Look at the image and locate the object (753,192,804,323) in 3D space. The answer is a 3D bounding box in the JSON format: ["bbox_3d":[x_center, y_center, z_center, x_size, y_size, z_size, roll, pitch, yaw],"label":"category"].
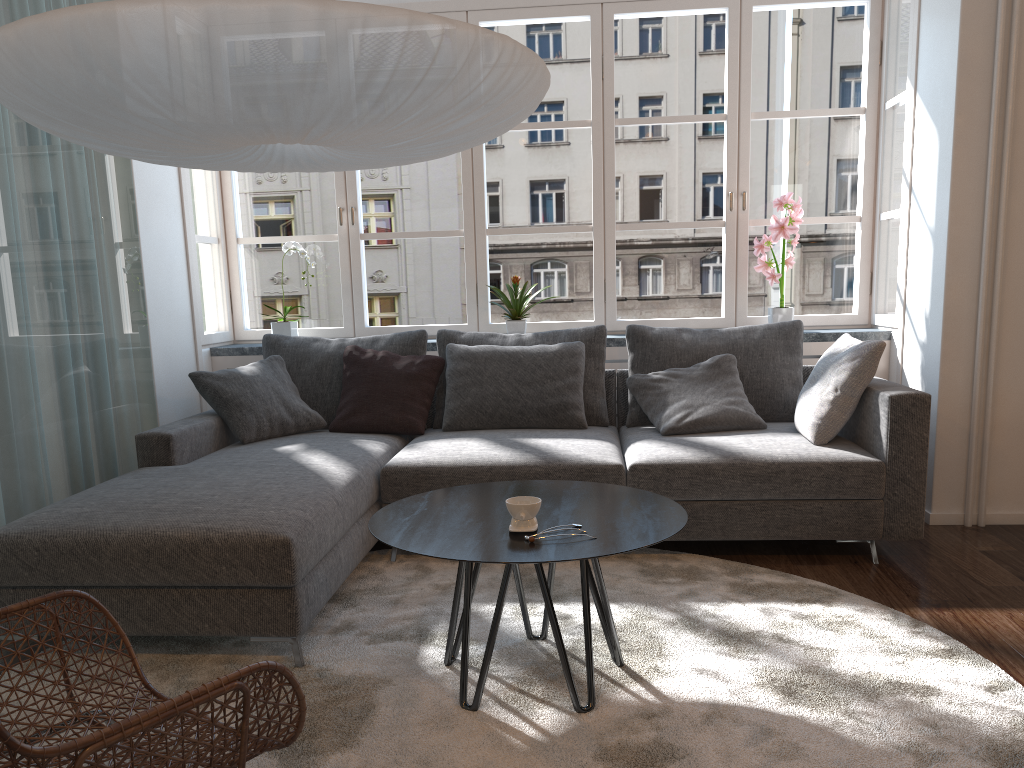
[{"bbox_3d":[1.350,-0.609,4.475,0.200,0.699,0.294,-5,10,-16],"label":"object"}]

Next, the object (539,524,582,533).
[{"bbox_3d":[0.121,0.360,2.216,0.124,0.010,0.025,-5,8,-28],"label":"object"}]

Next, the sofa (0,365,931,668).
[{"bbox_3d":[0.026,0.378,3.424,3.067,0.680,2.017,-1,7,5],"label":"sofa"}]

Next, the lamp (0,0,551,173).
[{"bbox_3d":[-0.627,-0.730,2.437,1.465,0.212,1.459,4,8,41],"label":"lamp"}]

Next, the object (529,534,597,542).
[{"bbox_3d":[0.123,0.368,2.121,0.168,0.015,0.014,-3,8,-7],"label":"object"}]

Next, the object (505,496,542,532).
[{"bbox_3d":[0.023,0.332,2.224,0.091,0.070,0.137,1,7,17],"label":"object"}]

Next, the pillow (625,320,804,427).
[{"bbox_3d":[0.949,-0.046,4.138,0.836,0.483,0.272,-1,9,5],"label":"pillow"}]

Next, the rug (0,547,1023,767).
[{"bbox_3d":[-0.082,0.828,2.380,2.833,0.012,2.810,-3,6,-15],"label":"rug"}]

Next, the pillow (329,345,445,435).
[{"bbox_3d":[-0.586,0.025,4.126,0.521,0.408,0.307,-1,9,7],"label":"pillow"}]

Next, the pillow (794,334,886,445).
[{"bbox_3d":[1.315,0.014,3.654,0.286,0.419,0.488,-1,8,4],"label":"pillow"}]

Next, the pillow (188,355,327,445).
[{"bbox_3d":[-1.153,0.065,4.036,0.345,0.364,0.511,6,11,44],"label":"pillow"}]

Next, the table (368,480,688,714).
[{"bbox_3d":[0.049,0.585,2.422,0.847,0.478,0.837,-1,7,7],"label":"table"}]

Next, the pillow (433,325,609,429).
[{"bbox_3d":[0.040,-0.031,4.229,0.839,0.481,0.273,-1,9,5],"label":"pillow"}]

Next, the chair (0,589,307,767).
[{"bbox_3d":[-0.843,0.573,1.576,0.716,0.718,0.680,5,10,37],"label":"chair"}]

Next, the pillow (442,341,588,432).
[{"bbox_3d":[0.014,0.011,4.096,0.667,0.402,0.288,-1,9,5],"label":"pillow"}]

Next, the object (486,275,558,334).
[{"bbox_3d":[0.050,-0.402,4.613,0.375,0.332,0.319,-5,9,-20],"label":"object"}]

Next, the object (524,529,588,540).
[{"bbox_3d":[0.108,0.363,2.160,0.163,0.016,0.025,-4,8,-19],"label":"object"}]

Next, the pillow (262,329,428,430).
[{"bbox_3d":[-0.828,-0.010,4.297,0.836,0.484,0.272,-1,9,5],"label":"pillow"}]

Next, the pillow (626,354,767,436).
[{"bbox_3d":[0.810,0.041,3.923,0.491,0.325,0.439,-3,8,-13],"label":"pillow"}]
